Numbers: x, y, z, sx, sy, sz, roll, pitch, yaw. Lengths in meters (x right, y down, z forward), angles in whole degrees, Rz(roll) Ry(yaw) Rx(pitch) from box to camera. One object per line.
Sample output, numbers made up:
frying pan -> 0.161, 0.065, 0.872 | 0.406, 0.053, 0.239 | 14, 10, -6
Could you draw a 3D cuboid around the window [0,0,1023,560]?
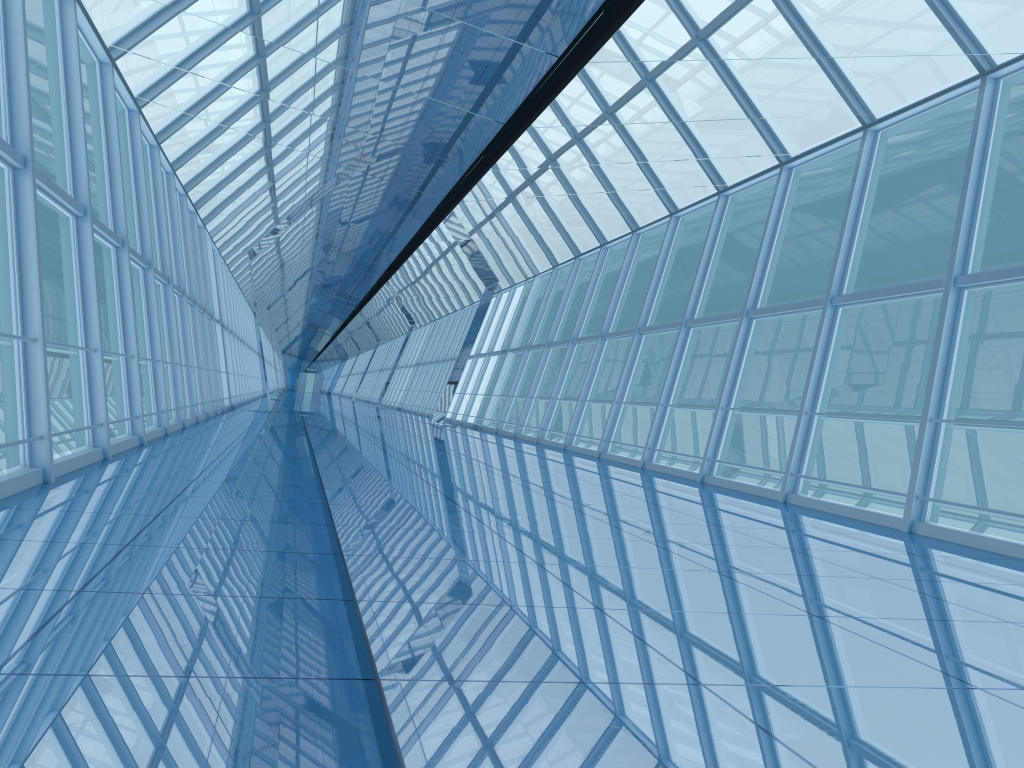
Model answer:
window -> -10.960, -1.400, 50.837 | 9.840, 4.942, 106.290 | 6, -2, -14
